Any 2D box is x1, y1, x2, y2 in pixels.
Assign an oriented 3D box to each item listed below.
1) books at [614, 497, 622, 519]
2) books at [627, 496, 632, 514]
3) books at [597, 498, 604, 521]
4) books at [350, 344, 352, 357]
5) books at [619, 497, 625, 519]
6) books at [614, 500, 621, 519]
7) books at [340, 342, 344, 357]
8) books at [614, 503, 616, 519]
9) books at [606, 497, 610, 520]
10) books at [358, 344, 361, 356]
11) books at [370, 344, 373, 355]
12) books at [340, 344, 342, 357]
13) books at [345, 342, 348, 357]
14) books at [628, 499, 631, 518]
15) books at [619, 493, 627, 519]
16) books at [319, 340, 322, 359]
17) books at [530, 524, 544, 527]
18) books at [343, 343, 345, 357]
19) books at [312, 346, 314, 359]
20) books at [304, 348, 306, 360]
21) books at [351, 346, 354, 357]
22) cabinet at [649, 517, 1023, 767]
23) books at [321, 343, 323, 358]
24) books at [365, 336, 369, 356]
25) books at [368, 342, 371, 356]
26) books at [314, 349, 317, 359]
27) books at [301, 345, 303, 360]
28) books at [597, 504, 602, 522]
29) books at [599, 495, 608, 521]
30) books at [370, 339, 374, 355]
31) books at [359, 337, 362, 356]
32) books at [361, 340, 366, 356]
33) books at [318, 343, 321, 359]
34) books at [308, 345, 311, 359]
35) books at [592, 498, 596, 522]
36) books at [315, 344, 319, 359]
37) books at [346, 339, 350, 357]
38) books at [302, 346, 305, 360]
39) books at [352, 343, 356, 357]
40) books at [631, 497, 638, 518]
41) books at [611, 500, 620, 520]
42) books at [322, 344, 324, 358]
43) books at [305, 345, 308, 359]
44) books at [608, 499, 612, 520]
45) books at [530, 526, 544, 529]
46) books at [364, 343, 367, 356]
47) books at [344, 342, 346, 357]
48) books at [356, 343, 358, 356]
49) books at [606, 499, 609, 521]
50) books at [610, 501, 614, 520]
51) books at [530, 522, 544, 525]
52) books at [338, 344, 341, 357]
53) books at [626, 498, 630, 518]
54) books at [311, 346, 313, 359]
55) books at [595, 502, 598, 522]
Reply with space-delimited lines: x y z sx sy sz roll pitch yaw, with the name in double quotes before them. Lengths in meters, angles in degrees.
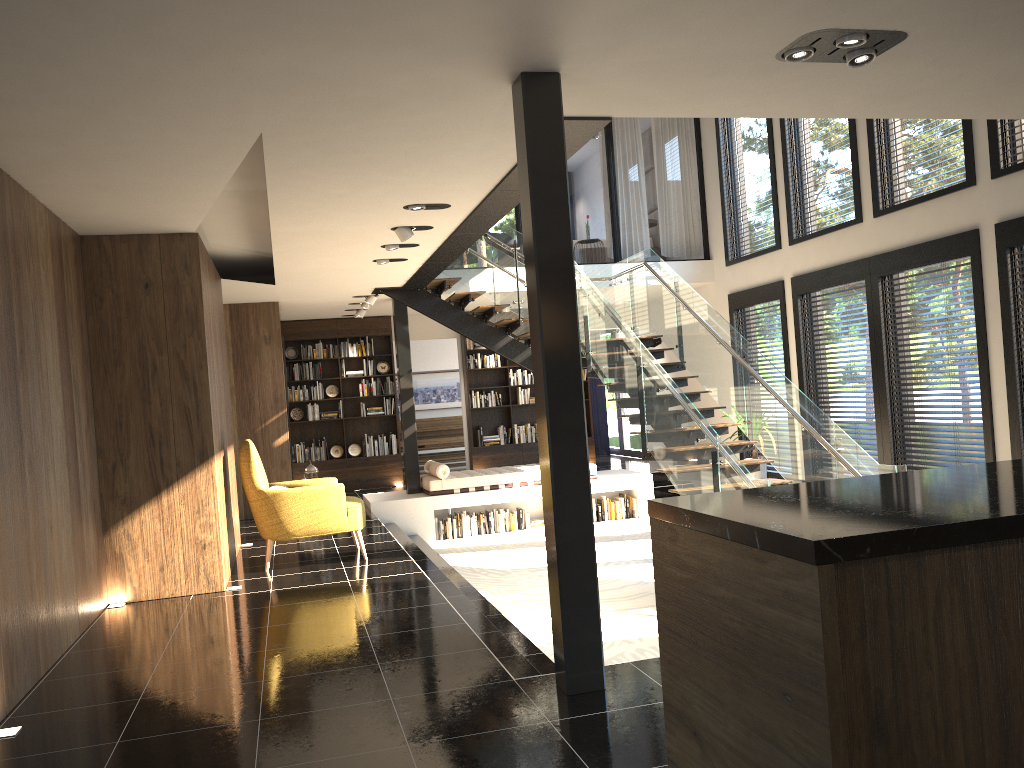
"books" 1.439 1.680 12.031 0.039 0.284 0.200 -4 0 -14
"books" 1.594 1.667 12.073 0.043 0.287 0.147 -4 0 -14
"books" 1.199 1.697 11.983 0.026 0.284 0.177 -4 0 -14
"books" -2.545 -0.524 13.956 0.027 0.207 0.203 -4 0 -14
"books" 1.476 1.677 12.021 0.028 0.285 0.210 -4 0 -14
"books" 1.418 1.700 11.998 0.021 0.248 0.198 -4 0 -14
"books" -2.660 -0.531 13.907 0.033 0.237 0.231 -4 0 -14
"books" 1.368 1.719 12.013 0.022 0.216 0.137 -4 0 -14
"books" 1.275 1.683 11.982 0.021 0.302 0.167 -4 0 -14
"books" -2.413 -0.525 13.995 0.029 0.190 0.177 -4 0 -14
"books" -2.234 -0.536 14.027 0.027 0.186 0.220 -4 0 -14
"books" -2.682 -0.513 13.889 0.021 0.204 0.224 -4 0 -14
"books" -2.600 -0.537 13.918 0.035 0.241 0.208 -4 0 -14
"books" 1.566 1.686 12.060 0.019 0.255 0.180 -4 0 -14
"books" 1.504 1.653 12.044 0.042 0.328 0.205 -4 0 -14
"books" -2.978 -0.530 13.790 0.012 0.278 0.228 -4 0 -14
"books" 0.363 1.864 11.766 0.261 0.024 0.167 -4 -1 -18
"books" -2.632 -0.530 13.894 0.014 0.231 0.280 -4 0 -14
"books" -3.104 -0.482 13.818 0.025 0.203 0.156 -4 0 -14
"books" -3.219 -0.463 13.778 0.020 0.180 0.153 -4 0 -14
"books" -2.514 -0.508 13.960 0.034 0.171 0.158 -4 0 -14
"cabinet" 2.176 0.683 2.241 3.563 0.994 0.698 -4 0 -14
"books" -2.967 -0.514 13.818 0.020 0.245 0.228 -4 0 -14
"books" -2.286 -0.591 13.978 0.017 0.302 0.266 -4 0 -14
"books" -2.272 -0.549 14.044 0.037 0.218 0.144 -4 0 -14
"books" -3.066 -0.461 13.798 0.035 0.156 0.186 -4 0 -14
"books" -3.259 -0.487 13.759 0.017 0.234 0.200 -4 0 -14
"books" 1.147 1.728 11.934 0.032 0.229 0.228 -4 0 -14
"books" 1.231 1.670 11.958 0.028 0.334 0.205 -4 0 -14
"books" -2.212 -0.576 14.010 0.013 0.262 0.217 -4 0 -14
"books" -2.386 -0.584 13.958 0.015 0.303 0.252 -4 0 -14
"books" -2.355 -0.558 14.009 0.064 0.247 0.209 -4 0 -14
"books" -2.995 -0.509 13.786 0.025 0.239 0.220 -4 0 -14
"books" -3.153 -0.486 13.782 0.059 0.216 0.159 -4 0 -14
"books" 1.082 1.692 11.936 0.027 0.312 0.189 -4 0 -14
"books" -3.029 -0.502 13.790 0.039 0.230 0.205 -4 0 -14
"books" -2.568 -0.558 13.880 0.011 0.276 0.288 -4 0 -14
"books" -3.230 -0.480 13.728 0.024 0.216 0.210 -4 0 -14
"books" -2.482 -0.531 13.963 0.034 0.211 0.206 -4 0 -14
"books" 1.643 1.675 12.047 0.037 0.264 0.272 -4 0 -14
"books" 1.397 1.702 11.987 0.024 0.246 0.212 -4 0 -14
"books" -2.950 -0.509 13.833 0.020 0.235 0.206 -4 0 -14
"books" -3.193 -0.486 13.764 0.026 0.222 0.202 -4 0 -14
"books" 1.299 1.690 11.985 0.025 0.285 0.164 -4 0 -14
"books" 0.364 1.888 11.766 0.257 0.024 0.167 -4 -1 -14
"books" -2.309 -0.536 14.009 0.021 0.197 0.200 -4 0 -14
"books" -2.618 -0.536 13.892 0.013 0.239 0.255 -4 0 -14
"books" -2.449 -0.539 13.988 0.042 0.223 0.163 -4 0 -14
"books" 1.256 1.694 11.973 0.023 0.283 0.175 -4 0 -14
"books" 1.330 1.705 11.969 0.025 0.249 0.208 -4 0 -14
"books" 0.360 1.840 11.771 0.274 0.025 0.156 -4 -1 -17
"books" -2.715 -0.515 13.928 0.023 0.213 0.194 -4 0 -14
"books" 1.544 1.678 12.042 0.030 0.273 0.185 -4 0 -14
"books" -3.119 -0.486 13.797 0.014 0.212 0.184 -4 0 -14
"books" 1.108 1.718 11.957 0.030 0.256 0.160 -4 0 -14
